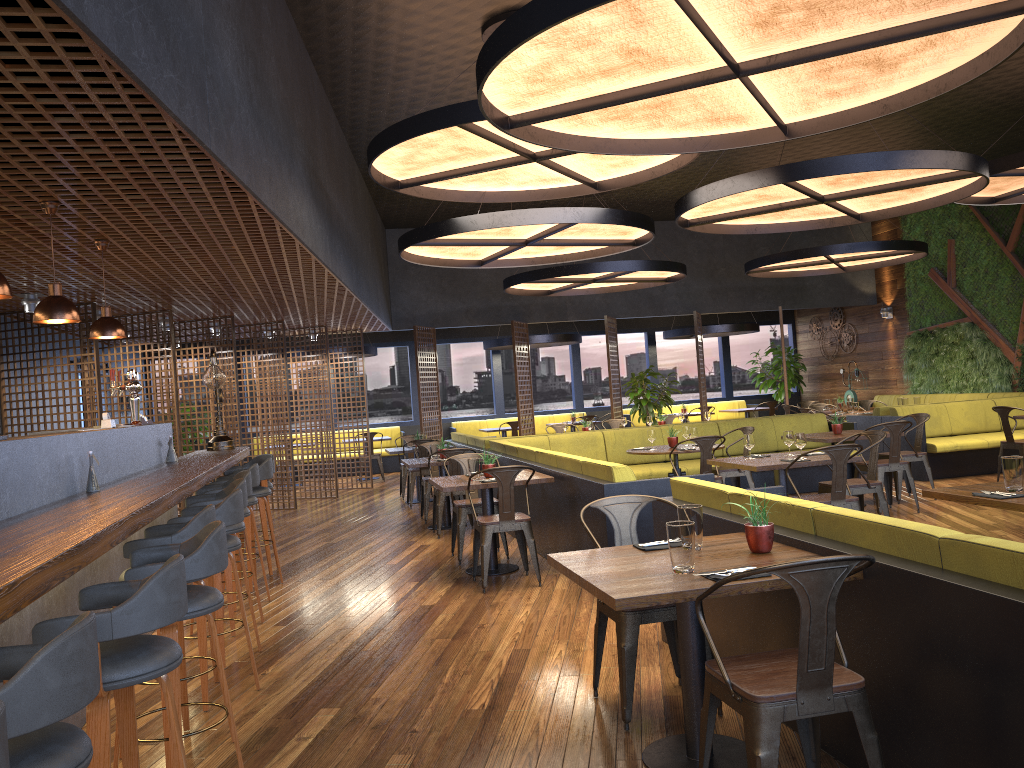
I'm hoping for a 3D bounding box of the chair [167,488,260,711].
[{"bbox_3d":[-1.587,1.084,4.562,0.438,1.048,0.483,-4,-1,17],"label":"chair"}]

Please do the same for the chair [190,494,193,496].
[{"bbox_3d":[-2.993,1.214,7.805,0.438,1.048,0.483,-4,-1,-41],"label":"chair"}]

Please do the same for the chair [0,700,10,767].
[{"bbox_3d":[-0.915,1.004,1.219,0.438,1.048,0.483,-4,-1,-41],"label":"chair"}]

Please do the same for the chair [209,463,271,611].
[{"bbox_3d":[-2.116,1.142,6.717,0.438,1.048,0.483,-4,-1,-41],"label":"chair"}]

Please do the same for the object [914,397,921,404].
[{"bbox_3d":[6.271,0.292,13.710,0.102,0.178,0.102,-4,-1,-27],"label":"object"}]

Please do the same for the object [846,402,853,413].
[{"bbox_3d":[5.245,0.364,13.749,0.102,0.178,0.102,-4,-1,-27],"label":"object"}]

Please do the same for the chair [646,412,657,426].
[{"bbox_3d":[2.946,0.962,18.163,0.541,0.917,0.504,-4,-1,-12],"label":"chair"}]

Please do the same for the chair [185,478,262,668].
[{"bbox_3d":[-1.779,1.104,5.273,0.483,1.048,0.438,-4,-1,38],"label":"chair"}]

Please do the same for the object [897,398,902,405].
[{"bbox_3d":[6.117,0.305,13.938,0.102,0.178,0.102,-4,-1,-27],"label":"object"}]

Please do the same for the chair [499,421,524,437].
[{"bbox_3d":[0.027,1.153,16.768,0.504,0.917,0.541,-4,-1,-12],"label":"chair"}]

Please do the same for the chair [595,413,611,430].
[{"bbox_3d":[1.870,1.034,17.869,0.541,0.917,0.504,-4,-1,-12],"label":"chair"}]

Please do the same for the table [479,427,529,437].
[{"bbox_3d":[-0.115,1.249,17.450,0.887,0.763,0.906,-4,-1,-12],"label":"table"}]

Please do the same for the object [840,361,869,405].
[{"bbox_3d":[6.968,0.331,17.994,0.459,1.615,0.848,-4,-1,-12],"label":"object"}]

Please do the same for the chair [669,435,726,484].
[{"bbox_3d":[1.811,0.949,8.583,0.504,0.917,0.541,-4,-1,-12],"label":"chair"}]

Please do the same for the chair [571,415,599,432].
[{"bbox_3d":[1.421,1.058,17.069,0.504,0.917,0.541,-4,-1,-12],"label":"chair"}]

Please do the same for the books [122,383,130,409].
[{"bbox_3d":[-6.742,0.230,15.589,0.223,0.489,0.286,-4,-1,-21],"label":"books"}]

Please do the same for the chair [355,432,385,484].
[{"bbox_3d":[-2.590,1.331,16.203,0.504,0.917,0.541,-4,-1,-12],"label":"chair"}]

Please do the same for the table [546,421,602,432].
[{"bbox_3d":[1.251,1.156,17.749,0.906,0.763,0.887,-4,-1,-12],"label":"table"}]

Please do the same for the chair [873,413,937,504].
[{"bbox_3d":[4.233,0.789,9.566,0.541,0.917,0.504,-4,-1,-12],"label":"chair"}]

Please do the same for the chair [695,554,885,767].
[{"bbox_3d":[0.870,0.959,2.793,0.504,0.917,0.541,-4,-1,-12],"label":"chair"}]

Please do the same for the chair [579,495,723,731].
[{"bbox_3d":[0.606,0.990,4.028,0.504,0.917,0.541,-4,-1,-12],"label":"chair"}]

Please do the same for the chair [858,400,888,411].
[{"bbox_3d":[5.924,0.717,14.418,0.504,0.917,0.541,-4,-1,-12],"label":"chair"}]

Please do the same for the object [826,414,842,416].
[{"bbox_3d":[4.878,0.467,13.462,0.157,0.019,0.255,-4,-1,-13],"label":"object"}]

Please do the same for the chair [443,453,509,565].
[{"bbox_3d":[-0.326,1.093,7.947,0.504,0.917,0.541,-4,-1,-12],"label":"chair"}]

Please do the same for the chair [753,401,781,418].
[{"bbox_3d":[5.160,0.804,17.877,0.504,0.917,0.541,-4,-1,-12],"label":"chair"}]

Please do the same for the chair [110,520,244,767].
[{"bbox_3d":[-1.233,1.046,3.204,0.438,1.048,0.483,-4,-1,8],"label":"chair"}]

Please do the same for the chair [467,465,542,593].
[{"bbox_3d":[-0.066,1.063,6.730,0.504,0.917,0.541,-4,-1,-12],"label":"chair"}]

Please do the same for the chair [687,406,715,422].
[{"bbox_3d":[3.766,0.899,17.576,0.504,0.917,0.541,-4,-1,-12],"label":"chair"}]

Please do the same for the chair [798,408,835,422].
[{"bbox_3d":[4.639,0.797,13.366,0.541,0.917,0.504,-4,-1,-12],"label":"chair"}]

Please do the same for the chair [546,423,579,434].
[{"bbox_3d":[0.810,1.067,13.560,0.504,0.917,0.541,-4,-1,-12],"label":"chair"}]

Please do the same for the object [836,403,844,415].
[{"bbox_3d":[5.017,0.378,13.546,0.102,0.178,0.102,-4,-1,-27],"label":"object"}]

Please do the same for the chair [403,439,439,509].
[{"bbox_3d":[-1.205,1.194,12.013,0.504,0.917,0.541,-4,-1,-12],"label":"chair"}]

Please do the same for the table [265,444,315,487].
[{"bbox_3d":[-4.114,1.521,16.587,0.887,0.763,0.906,-4,-1,-12],"label":"table"}]

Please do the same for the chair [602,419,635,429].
[{"bbox_3d":[1.694,1.007,13.751,0.504,0.917,0.541,-4,-1,-12],"label":"chair"}]

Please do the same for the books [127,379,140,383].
[{"bbox_3d":[-6.911,-0.040,16.248,0.177,0.245,0.450,-4,-1,-12],"label":"books"}]

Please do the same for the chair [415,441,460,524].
[{"bbox_3d":[-0.877,1.157,10.589,0.504,0.917,0.541,-4,-1,-12],"label":"chair"}]

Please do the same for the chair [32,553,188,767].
[{"bbox_3d":[-1.121,1.031,2.484,0.438,1.048,0.483,-4,-1,17],"label":"chair"}]

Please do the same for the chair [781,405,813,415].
[{"bbox_3d":[4.957,0.793,15.258,0.541,0.917,0.504,-4,-1,-12],"label":"chair"}]

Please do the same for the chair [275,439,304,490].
[{"bbox_3d":[-3.984,1.426,15.902,0.504,0.917,0.541,-4,-1,-12],"label":"chair"}]

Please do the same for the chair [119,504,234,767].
[{"bbox_3d":[-1.497,1.071,3.883,0.438,1.048,0.483,-4,-1,-41],"label":"chair"}]

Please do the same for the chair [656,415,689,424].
[{"bbox_3d":[2.573,0.947,13.941,0.504,0.917,0.541,-4,-1,-12],"label":"chair"}]

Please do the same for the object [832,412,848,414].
[{"bbox_3d":[5.140,0.452,13.850,0.157,0.019,0.255,-4,-1,-13],"label":"object"}]

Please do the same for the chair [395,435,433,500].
[{"bbox_3d":[-1.461,1.223,13.212,0.504,0.917,0.541,-4,-1,-12],"label":"chair"}]

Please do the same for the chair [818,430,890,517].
[{"bbox_3d":[2.861,0.864,7.415,0.541,0.917,0.504,-4,-1,-12],"label":"chair"}]

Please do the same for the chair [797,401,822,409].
[{"bbox_3d":[5.510,0.762,16.141,0.504,0.917,0.541,-4,-1,-12],"label":"chair"}]

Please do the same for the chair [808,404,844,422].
[{"bbox_3d":[5.077,0.774,14.236,0.504,0.917,0.541,-4,-1,-12],"label":"chair"}]

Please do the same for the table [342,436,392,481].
[{"bbox_3d":[-2.748,1.428,16.882,0.887,0.763,0.906,-4,-1,-12],"label":"table"}]

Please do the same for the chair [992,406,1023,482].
[{"bbox_3d":[5.748,0.686,9.971,0.541,0.917,0.504,-4,-1,-12],"label":"chair"}]

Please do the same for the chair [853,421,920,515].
[{"bbox_3d":[3.689,0.819,8.786,0.504,0.917,0.541,-4,-1,-12],"label":"chair"}]

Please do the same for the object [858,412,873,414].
[{"bbox_3d":[5.278,0.437,13.245,0.255,0.019,0.157,-4,-1,-13],"label":"object"}]

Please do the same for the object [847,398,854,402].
[{"bbox_3d":[5.873,0.336,15.370,0.102,0.178,0.102,-4,-1,23],"label":"object"}]

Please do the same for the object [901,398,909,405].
[{"bbox_3d":[6.018,0.308,13.568,0.102,0.178,0.102,-4,-1,23],"label":"object"}]

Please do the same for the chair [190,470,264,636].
[{"bbox_3d":[-1.948,1.123,5.959,0.438,1.048,0.483,-4,-1,2],"label":"chair"}]

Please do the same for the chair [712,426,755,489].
[{"bbox_3d":[2.295,0.922,9.321,0.541,0.917,0.504,-4,-1,-12],"label":"chair"}]

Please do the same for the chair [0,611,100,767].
[{"bbox_3d":[-1.053,1.020,1.800,0.438,1.048,0.483,-4,-1,-41],"label":"chair"}]

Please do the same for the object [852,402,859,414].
[{"bbox_3d":[5.189,0.365,13.389,0.102,0.178,0.102,-4,-1,23],"label":"object"}]

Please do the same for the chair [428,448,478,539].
[{"bbox_3d":[-0.616,1.127,9.371,0.504,0.917,0.541,-4,-1,-12],"label":"chair"}]

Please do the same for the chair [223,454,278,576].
[{"bbox_3d":[-2.315,1.167,7.912,0.438,1.048,0.483,-4,-1,-20],"label":"chair"}]

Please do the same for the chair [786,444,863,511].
[{"bbox_3d":[2.335,0.893,6.586,0.504,0.917,0.541,-4,-1,-12],"label":"chair"}]

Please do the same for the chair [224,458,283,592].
[{"bbox_3d":[-2.181,1.152,7.338,0.438,1.048,0.483,-4,-1,17],"label":"chair"}]
